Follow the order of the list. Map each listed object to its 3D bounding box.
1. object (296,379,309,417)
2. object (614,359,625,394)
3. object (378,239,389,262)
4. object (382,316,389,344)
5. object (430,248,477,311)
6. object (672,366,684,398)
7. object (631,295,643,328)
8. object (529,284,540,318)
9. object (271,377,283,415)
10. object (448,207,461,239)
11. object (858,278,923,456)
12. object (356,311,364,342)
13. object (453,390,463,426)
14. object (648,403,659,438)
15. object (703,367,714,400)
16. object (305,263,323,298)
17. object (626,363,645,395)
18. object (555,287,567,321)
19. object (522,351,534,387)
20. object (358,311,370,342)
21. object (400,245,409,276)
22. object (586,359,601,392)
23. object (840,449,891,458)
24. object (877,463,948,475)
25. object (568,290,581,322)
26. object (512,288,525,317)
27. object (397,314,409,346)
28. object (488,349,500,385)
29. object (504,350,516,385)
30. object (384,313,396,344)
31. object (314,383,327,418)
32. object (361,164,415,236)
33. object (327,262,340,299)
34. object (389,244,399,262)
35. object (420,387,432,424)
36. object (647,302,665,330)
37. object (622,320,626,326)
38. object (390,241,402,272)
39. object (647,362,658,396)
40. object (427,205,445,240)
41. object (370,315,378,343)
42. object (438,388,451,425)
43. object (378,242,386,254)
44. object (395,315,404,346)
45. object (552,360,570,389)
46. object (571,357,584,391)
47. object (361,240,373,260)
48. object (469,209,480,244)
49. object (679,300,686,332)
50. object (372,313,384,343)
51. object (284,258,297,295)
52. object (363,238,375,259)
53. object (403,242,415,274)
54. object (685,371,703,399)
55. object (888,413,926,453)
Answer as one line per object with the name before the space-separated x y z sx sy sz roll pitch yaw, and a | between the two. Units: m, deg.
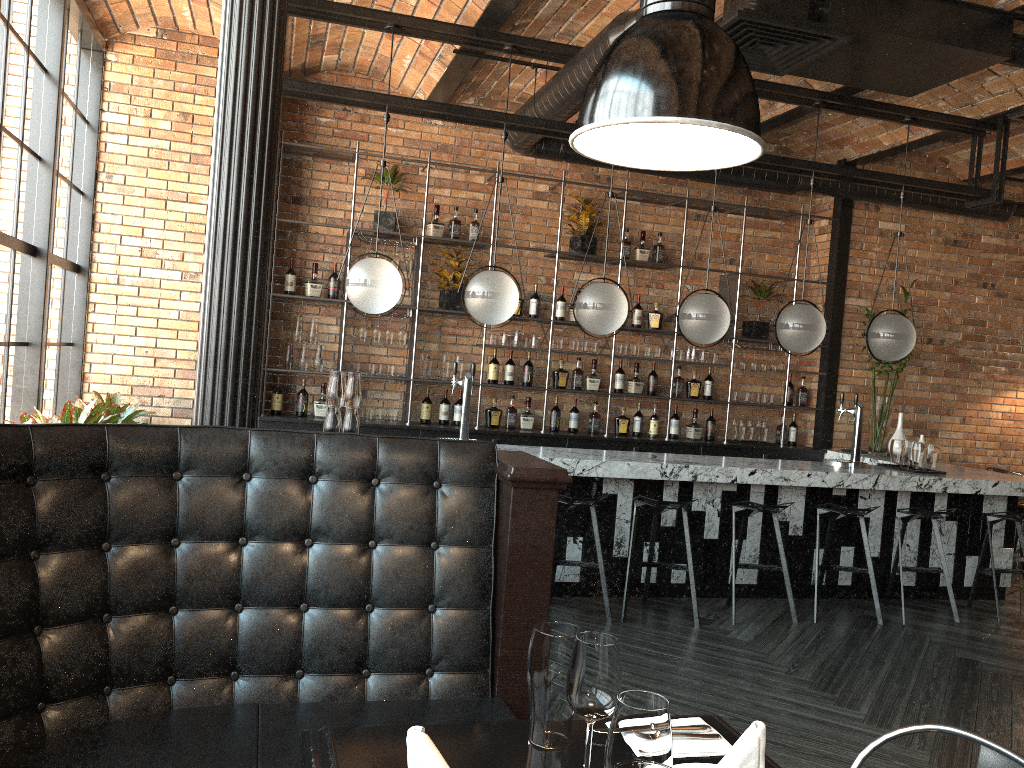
object | -1.646 0.108 6.974 0.086 0.297 0.086 5 1 18
object | 0.939 -0.067 7.711 0.086 0.298 0.086 5 2 33
object | -1.018 -1.018 7.029 0.092 0.244 0.092 4 1 -10
object | -1.012 -0.447 7.227 0.092 0.244 0.092 4 1 -10
object | -0.473 -0.855 7.252 0.430 0.526 0.425 4 1 -3
object | 1.471 -0.020 7.851 0.083 0.282 0.083 4 1 -30
object | 1.099 -0.629 7.755 0.086 0.298 0.086 5 2 33
object | 0.193 -0.693 7.485 0.086 0.298 0.086 5 2 33
object | -1.838 0.094 6.953 0.086 0.299 0.086 5 2 33
object | -0.466 -1.309 7.262 0.083 0.282 0.083 4 1 -30
object | 3.302 -0.143 7.776 0.584 1.546 0.673 5 1 23
object | -1.213 -0.462 7.171 0.092 0.244 0.092 4 1 -10
object | -0.434 0.196 7.345 0.086 0.298 0.086 5 2 33
object | 1.252 0.322 7.806 0.080 0.299 0.080 4 1 -13
object | 1.764 -0.006 7.946 0.086 0.298 0.086 5 2 33
object | -1.555 -0.811 6.971 0.123 0.279 0.123 4 1 -27
object | 1.079 -0.046 7.728 0.123 0.279 0.123 4 1 -27
object | 0.420 -0.678 7.541 0.086 0.298 0.086 5 2 33
object | 0.137 -0.126 7.483 0.086 0.297 0.086 5 2 33
object | -1.169 -0.455 7.012 0.092 0.244 0.092 4 1 -10
object | -0.867 -1.010 7.242 0.092 0.244 0.092 4 1 -10
object | 0.700 -0.074 7.623 0.123 0.279 0.123 5 1 -2
object | 3.222 0.620 7.816 0.622 0.014 0.622 3 2 -43
object | 2.927 0.623 6.507 0.273 0.019 0.437 4 1 -16
object | 0.561 -0.656 7.559 0.123 0.279 0.123 4 1 -27
object | 0.030 -0.680 7.426 0.151 0.248 0.094 4 1 -12
object | -0.868 -0.433 7.095 0.092 0.244 0.092 4 1 -10
object | -0.149 -0.146 7.407 0.086 0.299 0.086 5 2 33
object | -0.016 -0.138 7.470 0.086 0.298 0.086 5 2 33
object | -0.968 -0.440 7.068 0.092 0.244 0.092 4 1 -10
object | -1.499 0.129 7.027 0.123 0.279 0.123 5 1 -2
object | -1.009 -1.485 7.132 0.377 0.554 0.422 4 1 -28
object | -1.409 -0.812 7.028 0.086 0.299 0.086 5 2 33
object | -0.966 -1.018 7.214 0.092 0.244 0.092 4 1 -10
object | -0.699 0.178 7.270 0.086 0.299 0.086 5 2 33
object | 1.259 -0.590 7.767 0.151 0.248 0.094 5 1 13
object | 0.948 -0.639 7.684 0.086 0.299 0.086 5 2 33
object | -0.923 -1.011 7.055 0.092 0.244 0.092 4 1 -10
object | 1.238 -0.046 7.790 0.086 0.299 0.086 5 2 33
object | -0.618 -1.318 7.221 0.123 0.279 0.123 4 1 -27
object | -1.107 -0.454 7.200 0.092 0.244 0.092 4 1 -10
object | -0.554 0.187 7.336 0.086 0.298 0.086 5 2 33
object | -1.061 -1.025 7.188 0.092 0.244 0.092 4 1 -10
object | -0.912 -0.440 7.254 0.092 0.244 0.092 4 1 -10
object | 0.414 -0.079 7.557 0.151 0.248 0.094 4 1 -27
object | 0.563 -0.087 7.599 0.083 0.282 0.083 4 1 -15
object | -1.167 -1.033 7.158 0.092 0.244 0.092 4 1 -10
object | -0.307 -1.297 7.307 0.083 0.282 0.083 5 1 0
object | 1.532 -0.595 7.849 0.086 0.299 0.086 5 2 33
object | -1.063 -0.447 7.041 0.092 0.244 0.092 4 1 -10
object | -1.737 -0.837 6.966 0.086 0.298 0.086 5 2 33
object | -1.124 -1.026 6.999 0.092 0.244 0.092 4 1 -10
object | -0.823 -1.003 7.083 0.092 0.244 0.092 4 1 -10
object | 1.617 0.009 7.892 0.151 0.248 0.094 4 1 -7
object | 3.335 0.447 7.431 0.316 0.397 0.319 5 2 33
